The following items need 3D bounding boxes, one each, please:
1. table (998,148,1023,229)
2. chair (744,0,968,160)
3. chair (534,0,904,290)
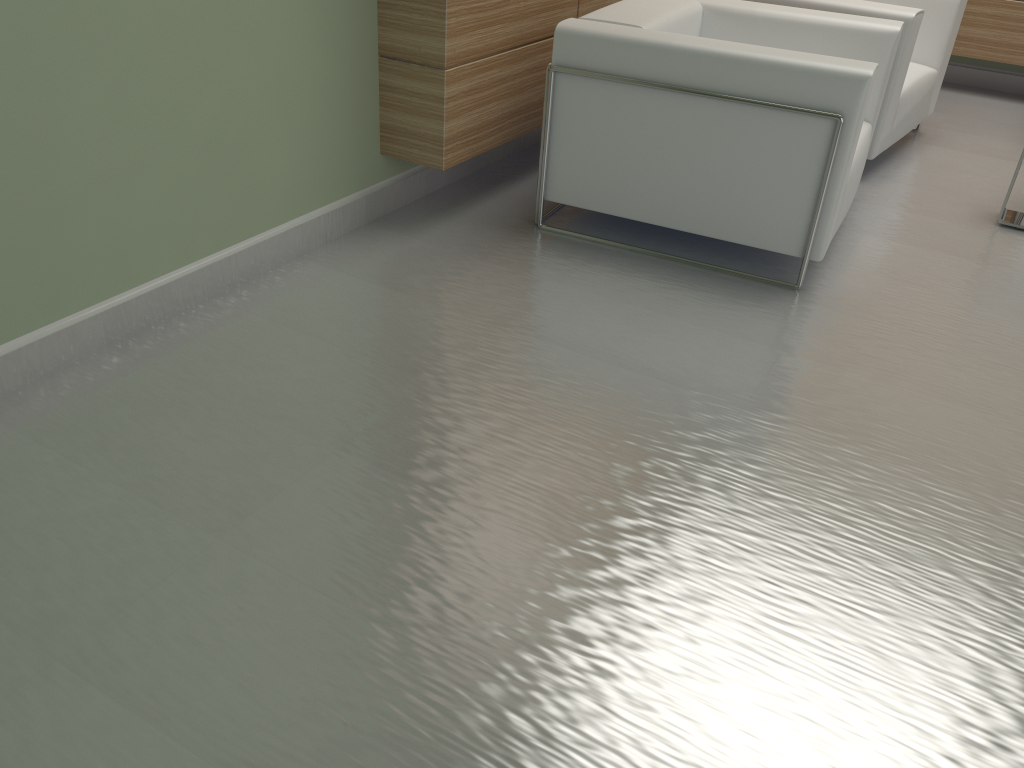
[{"bbox_3d":[4.218,-1.212,5.700,1.783,0.742,2.197,20,36,24],"label":"table"},{"bbox_3d":[2.575,-2.707,7.467,1.769,1.234,1.894,23,37,28],"label":"chair"},{"bbox_3d":[1.377,-1.701,5.746,1.802,1.234,1.894,17,35,20],"label":"chair"}]
